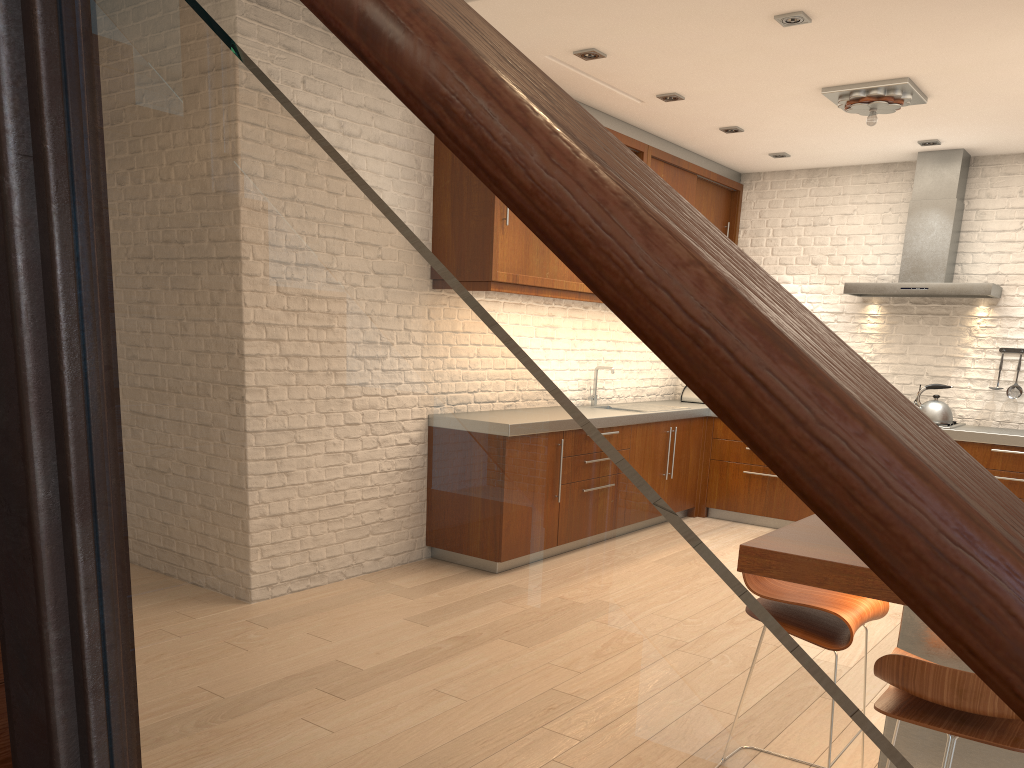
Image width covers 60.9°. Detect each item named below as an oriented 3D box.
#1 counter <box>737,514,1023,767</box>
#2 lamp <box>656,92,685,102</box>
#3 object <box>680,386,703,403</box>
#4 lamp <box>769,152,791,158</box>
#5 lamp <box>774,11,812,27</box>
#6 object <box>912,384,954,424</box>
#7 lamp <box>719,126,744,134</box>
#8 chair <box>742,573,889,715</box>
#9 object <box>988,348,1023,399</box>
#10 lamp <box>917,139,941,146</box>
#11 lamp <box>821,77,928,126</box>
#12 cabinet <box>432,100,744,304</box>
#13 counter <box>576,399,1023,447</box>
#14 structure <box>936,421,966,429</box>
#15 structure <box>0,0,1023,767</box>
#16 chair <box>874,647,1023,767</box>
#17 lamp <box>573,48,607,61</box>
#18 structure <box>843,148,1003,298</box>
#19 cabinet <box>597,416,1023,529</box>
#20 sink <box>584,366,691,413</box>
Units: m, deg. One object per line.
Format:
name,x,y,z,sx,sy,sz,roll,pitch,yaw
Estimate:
counter,1.987,0.918,2.855,1.663,0.947,2.463,7,6,36
lamp,0.926,-1.690,5.081,0.122,0.057,0.122,6,6,36
object,1.678,0.086,7.632,0.340,0.164,0.246,6,7,36
lamp,1.991,-1.719,6.480,0.122,0.057,0.122,6,6,36
lamp,1.222,-1.605,3.787,0.122,0.057,0.122,6,6,36
object,3.058,0.136,6.295,0.261,0.284,0.256,-3,10,-32
lamp,1.459,-1.705,5.781,0.122,0.057,0.122,6,6,36
chair,0.919,0.947,2.833,0.416,0.799,0.397,11,14,36
object,3.758,-0.047,6.162,0.660,0.401,0.138,7,12,35
lamp,2.821,-1.648,5.886,0.122,0.057,0.122,6,6,36
lamp,2.011,-1.527,4.854,0.444,0.175,0.444,6,6,36
cabinet,0.729,-1.153,6.199,0.454,1.198,3.297,11,9,37
counter,1.896,0.324,5.642,3.475,0.072,3.289,5,4,36
structure,2.913,0.270,6.550,0.801,0.033,0.582,5,4,36
structure,0.572,-0.686,0.711,10.017,4.264,13.671,6,5,36
chair,1.044,0.994,2.090,0.398,0.799,0.415,11,14,36
lamp,0.393,-1.676,4.381,0.122,0.057,0.122,6,6,36
structure,3.019,-1.142,6.275,0.971,1.023,0.449,9,13,35
cabinet,1.917,-0.233,5.964,4.780,2.924,2.197,3,9,1
sink,0.969,0.091,6.733,0.509,0.441,0.846,8,8,36
